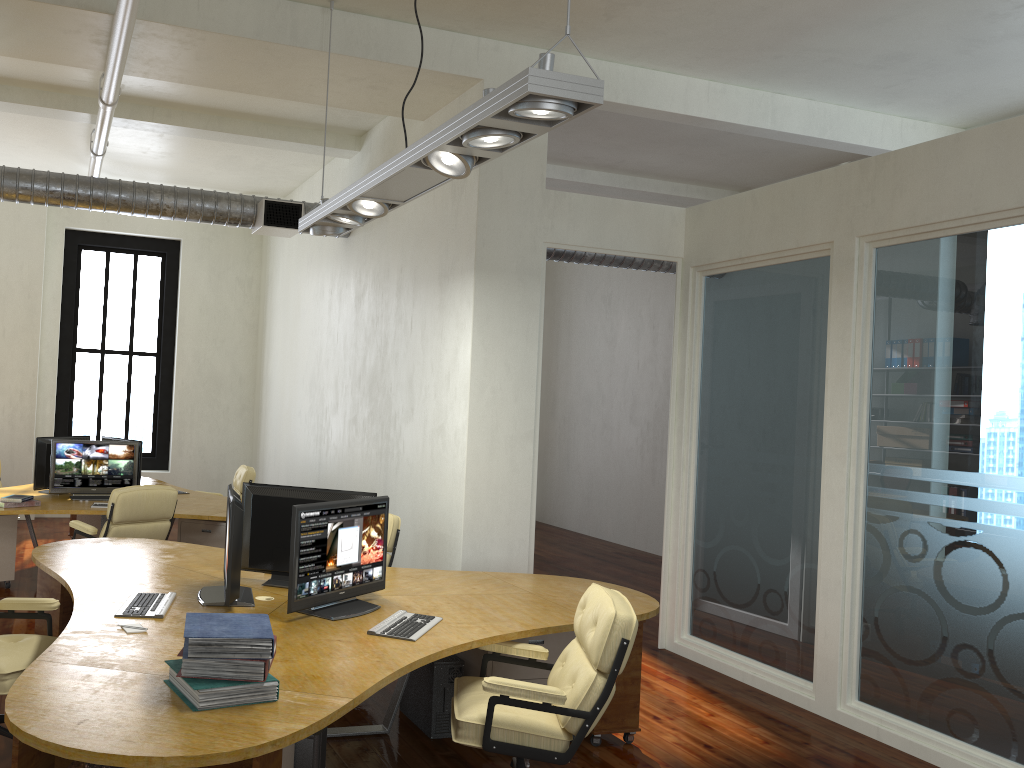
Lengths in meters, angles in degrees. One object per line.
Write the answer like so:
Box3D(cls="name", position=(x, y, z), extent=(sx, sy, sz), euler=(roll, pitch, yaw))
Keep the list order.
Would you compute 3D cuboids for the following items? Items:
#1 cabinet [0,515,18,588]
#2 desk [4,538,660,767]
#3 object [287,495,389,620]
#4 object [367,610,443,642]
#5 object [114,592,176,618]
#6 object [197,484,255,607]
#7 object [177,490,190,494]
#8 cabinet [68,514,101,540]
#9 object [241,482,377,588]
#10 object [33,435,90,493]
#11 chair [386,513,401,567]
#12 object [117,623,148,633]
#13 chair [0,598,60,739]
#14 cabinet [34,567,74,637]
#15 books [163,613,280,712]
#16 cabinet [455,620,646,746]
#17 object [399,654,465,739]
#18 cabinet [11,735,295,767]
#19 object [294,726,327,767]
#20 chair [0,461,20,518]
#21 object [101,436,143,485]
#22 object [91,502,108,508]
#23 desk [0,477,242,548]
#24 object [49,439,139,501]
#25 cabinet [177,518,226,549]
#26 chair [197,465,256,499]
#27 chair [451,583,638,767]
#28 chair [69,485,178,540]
Box3D(cls="cabinet", position=(-4.888, 1.410, 7.728), extent=(0.974, 0.709, 0.802), euler=(2, -2, 42))
Box3D(cls="desk", position=(-1.526, 1.487, 4.950), extent=(3.852, 0.734, 3.512), euler=(2, -2, 37))
Box3D(cls="object", position=(-0.856, 0.863, 4.479), extent=(0.318, 0.552, 0.735), euler=(2, -1, 30))
Box3D(cls="object", position=(-0.501, 1.143, 4.213), extent=(0.243, 0.016, 0.448), euler=(2, -2, 14))
Box3D(cls="object", position=(-1.798, 1.083, 4.368), extent=(0.223, 0.016, 0.488), euler=(3, -1, -12))
Box3D(cls="object", position=(-1.483, 0.836, 4.633), extent=(0.279, 0.552, 0.842), euler=(3, -1, -18))
Box3D(cls="object", position=(-3.602, 1.120, 9.322), extent=(0.207, 0.016, 0.523), euler=(4, -2, -44))
Box3D(cls="cabinet", position=(-4.586, 1.485, 10.085), extent=(0.841, 0.709, 0.937), euler=(3, -1, -19))
Box3D(cls="object", position=(-1.166, 0.862, 5.035), extent=(0.851, 0.552, 0.276), euler=(2, -1, 15))
Box3D(cls="object", position=(-4.474, 0.795, 8.823), extent=(0.308, 0.552, 0.761), euler=(2, -1, 13))
Box3D(cls="chair", position=(-1.267, 1.395, 6.288), extent=(0.788, 1.021, 0.705), euler=(2, -1, 36))
Box3D(cls="object", position=(-1.684, 1.079, 3.929), extent=(0.101, 0.015, 0.146), euler=(4, -2, -36))
Box3D(cls="chair", position=(-2.607, 1.279, 4.327), extent=(0.807, 1.021, 0.694), euler=(3, -1, 7))
Box3D(cls="cabinet", position=(-2.427, 1.479, 5.668), extent=(0.977, 0.709, 0.800), euler=(2, -2, 37))
Box3D(cls="books", position=(-1.046, 0.986, 3.190), extent=(0.402, 0.227, 0.475), euler=(3, -1, -13))
Box3D(cls="cabinet", position=(0.100, 1.590, 5.101), extent=(0.832, 0.709, 0.945), euler=(3, -1, -24))
Box3D(cls="object", position=(-0.464, 1.709, 5.022), extent=(0.168, 0.411, 0.513), euler=(3, -1, -27))
Box3D(cls="cabinet", position=(-1.235, 1.477, 3.293), extent=(0.915, 0.709, 0.862), euler=(3, -1, 7))
Box3D(cls="object", position=(-1.040, 1.649, 3.791), extent=(0.498, 0.411, 0.173), euler=(3, -1, 11))
Box3D(cls="chair", position=(-5.555, 1.259, 9.249), extent=(0.859, 1.021, 0.647), euler=(2, -1, 41))
Box3D(cls="object", position=(-3.959, 0.825, 8.972), extent=(0.890, 0.552, 0.263), euler=(2, -1, 42))
Box3D(cls="object", position=(-3.513, 1.089, 7.935), extent=(0.461, 0.016, 0.236), euler=(3, -1, -10))
Box3D(cls="desk", position=(-4.172, 1.461, 9.062), extent=(3.702, 0.734, 3.682), euler=(3, -2, -18))
Box3D(cls="object", position=(-3.948, 0.811, 8.391), extent=(0.748, 0.552, 0.313), euler=(3, -1, -26))
Box3D(cls="cabinet", position=(-2.563, 1.538, 8.234), extent=(0.934, 0.709, 0.844), euler=(2, -1, 12))
Box3D(cls="chair", position=(-3.217, 1.385, 9.644), extent=(0.741, 1.021, 0.755), euler=(3, -1, -18))
Box3D(cls="chair", position=(0.093, 1.402, 3.925), extent=(0.793, 1.021, 0.707), euler=(3, -1, 2))
Box3D(cls="chair", position=(-3.272, 1.325, 7.416), extent=(0.857, 1.021, 0.648), euler=(2, -1, 37))
